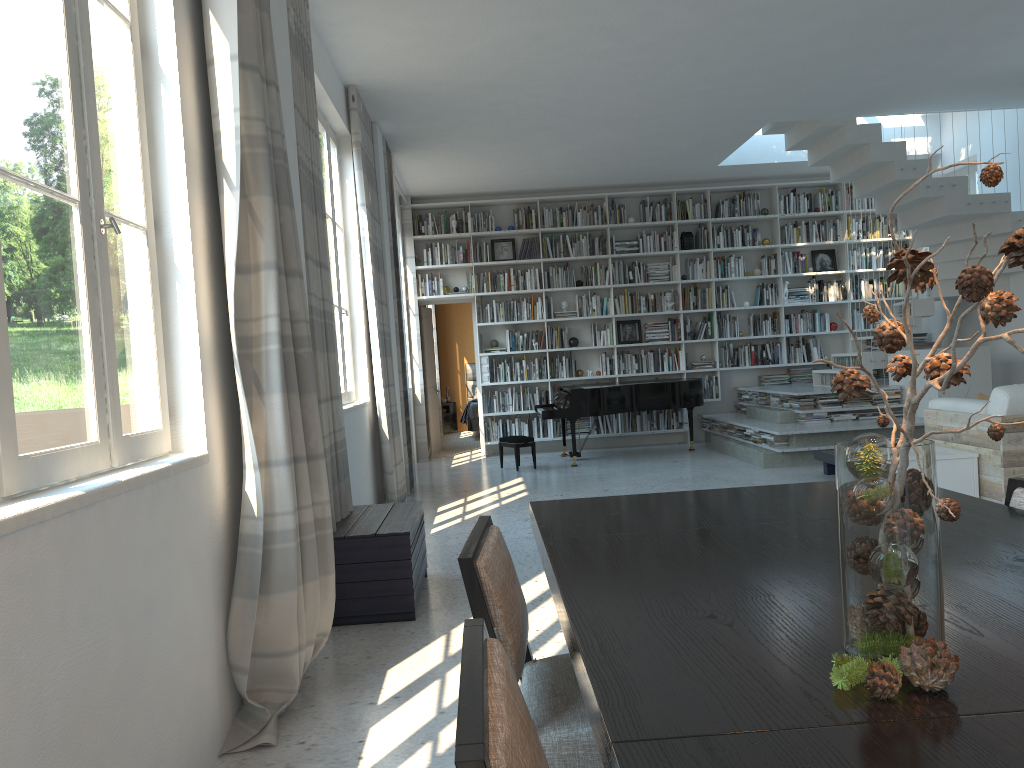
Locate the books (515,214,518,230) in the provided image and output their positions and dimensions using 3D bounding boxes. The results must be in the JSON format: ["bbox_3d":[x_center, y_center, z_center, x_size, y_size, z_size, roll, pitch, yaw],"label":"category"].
[{"bbox_3d":[0.052,-1.986,10.976,0.028,0.218,0.153,-4,2,-2],"label":"books"}]

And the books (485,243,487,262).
[{"bbox_3d":[-0.320,-1.609,10.970,0.011,0.250,0.168,-4,2,-2],"label":"books"}]

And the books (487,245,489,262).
[{"bbox_3d":[-0.294,-1.593,10.962,0.012,0.214,0.185,-4,2,-2],"label":"books"}]

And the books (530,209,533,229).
[{"bbox_3d":[0.239,-2.019,10.993,0.022,0.260,0.152,-4,2,-2],"label":"books"}]

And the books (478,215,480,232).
[{"bbox_3d":[-0.407,-1.959,10.958,0.013,0.225,0.176,-4,2,-2],"label":"books"}]

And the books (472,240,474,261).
[{"bbox_3d":[-0.480,-1.621,10.958,0.005,0.293,0.184,-4,2,-2],"label":"books"}]

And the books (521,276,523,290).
[{"bbox_3d":[0.124,-1.239,11.011,0.022,0.186,0.136,-4,2,-2],"label":"books"}]

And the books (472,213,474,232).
[{"bbox_3d":[-0.480,-1.972,10.966,0.007,0.259,0.156,-4,2,-2],"label":"books"}]

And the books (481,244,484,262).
[{"bbox_3d":[-0.362,-1.604,10.971,0.019,0.244,0.153,-4,2,-2],"label":"books"}]

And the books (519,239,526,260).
[{"bbox_3d":[0.129,-1.651,11.003,0.110,0.280,0.174,-4,2,-2],"label":"books"}]

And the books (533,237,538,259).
[{"bbox_3d":[0.282,-1.667,11.008,0.078,0.286,0.174,-4,2,-2],"label":"books"}]

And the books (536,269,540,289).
[{"bbox_3d":[0.314,-1.290,11.000,0.035,0.264,0.177,-4,2,-2],"label":"books"}]

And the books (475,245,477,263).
[{"bbox_3d":[-0.443,-1.596,10.975,0.005,0.238,0.154,-4,2,-2],"label":"books"}]

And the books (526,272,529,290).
[{"bbox_3d":[0.189,-1.265,10.995,0.030,0.231,0.172,-4,2,-2],"label":"books"}]

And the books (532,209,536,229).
[{"bbox_3d":[0.266,-2.018,10.981,0.031,0.254,0.178,-4,2,-2],"label":"books"}]

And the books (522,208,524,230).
[{"bbox_3d":[0.136,-2.024,10.983,0.013,0.283,0.166,-4,2,-2],"label":"books"}]

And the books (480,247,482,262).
[{"bbox_3d":[-0.388,-1.588,10.995,0.012,0.214,0.132,-4,2,-2],"label":"books"}]

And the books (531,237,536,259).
[{"bbox_3d":[0.259,-1.665,11.012,0.078,0.286,0.174,-4,2,-2],"label":"books"}]

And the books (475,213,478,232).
[{"bbox_3d":[-0.438,-1.969,10.959,0.012,0.249,0.180,-4,2,-2],"label":"books"}]

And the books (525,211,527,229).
[{"bbox_3d":[0.170,-2.012,11.002,0.013,0.254,0.129,-4,2,-2],"label":"books"}]

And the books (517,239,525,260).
[{"bbox_3d":[0.107,-1.650,10.994,0.110,0.280,0.174,-4,2,-2],"label":"books"}]

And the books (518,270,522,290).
[{"bbox_3d":[0.096,-1.275,11.010,0.029,0.261,0.157,-4,2,-2],"label":"books"}]

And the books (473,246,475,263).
[{"bbox_3d":[-0.472,-1.591,10.993,0.006,0.233,0.136,-4,2,-2],"label":"books"}]

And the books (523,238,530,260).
[{"bbox_3d":[0.174,-1.654,11.005,0.110,0.280,0.174,-4,2,-2],"label":"books"}]

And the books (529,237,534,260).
[{"bbox_3d":[0.237,-1.664,11.007,0.078,0.286,0.174,-4,2,-2],"label":"books"}]

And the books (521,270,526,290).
[{"bbox_3d":[0.143,-1.278,11.015,0.035,0.261,0.131,-4,2,-2],"label":"books"}]

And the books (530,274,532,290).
[{"bbox_3d":[0.233,-1.256,11.009,0.013,0.206,0.172,-4,2,-2],"label":"books"}]

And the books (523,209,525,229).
[{"bbox_3d":[0.149,-2.014,10.972,0.010,0.263,0.156,-4,2,-2],"label":"books"}]

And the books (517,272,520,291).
[{"bbox_3d":[0.077,-1.259,10.996,0.013,0.232,0.171,-4,2,-2],"label":"books"}]

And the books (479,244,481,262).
[{"bbox_3d":[-0.396,-1.602,10.954,0.004,0.246,0.189,-4,2,-2],"label":"books"}]

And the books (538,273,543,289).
[{"bbox_3d":[0.354,-1.261,10.977,0.039,0.202,0.236,-4,2,-2],"label":"books"}]

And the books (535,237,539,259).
[{"bbox_3d":[0.305,-1.668,10.995,0.078,0.286,0.174,-4,2,-2],"label":"books"}]

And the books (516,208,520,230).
[{"bbox_3d":[0.076,-2.018,10.971,0.024,0.280,0.187,-4,2,-2],"label":"books"}]

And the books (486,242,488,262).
[{"bbox_3d":[-0.308,-1.612,10.969,0.012,0.255,0.166,-4,2,-2],"label":"books"}]

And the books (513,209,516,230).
[{"bbox_3d":[0.030,-2.014,10.987,0.013,0.278,0.150,-4,2,-2],"label":"books"}]

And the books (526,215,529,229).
[{"bbox_3d":[0.193,-1.981,10.980,0.027,0.190,0.177,-4,2,-2],"label":"books"}]

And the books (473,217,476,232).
[{"bbox_3d":[-0.459,-1.949,10.967,0.032,0.210,0.158,-4,2,-2],"label":"books"}]

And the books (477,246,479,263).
[{"bbox_3d":[-0.417,-1.585,10.952,0.004,0.214,0.186,-4,2,-2],"label":"books"}]

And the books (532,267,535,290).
[{"bbox_3d":[0.268,-1.300,10.989,0.012,0.291,0.182,-4,2,-2],"label":"books"}]

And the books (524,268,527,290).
[{"bbox_3d":[0.166,-1.289,10.997,0.012,0.281,0.188,-4,2,-2],"label":"books"}]

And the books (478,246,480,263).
[{"bbox_3d":[-0.413,-1.608,10.965,0.009,0.260,0.184,-4,2,-2],"label":"books"}]

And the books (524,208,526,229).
[{"bbox_3d":[0.159,-2.021,10.972,0.011,0.274,0.183,-4,2,-2],"label":"books"}]

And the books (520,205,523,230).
[{"bbox_3d":[0.121,-2.042,10.997,0.014,0.321,0.136,-4,2,-2],"label":"books"}]

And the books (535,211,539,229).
[{"bbox_3d":[0.302,-2.019,10.996,0.039,0.252,0.146,-4,2,-2],"label":"books"}]

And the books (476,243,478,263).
[{"bbox_3d":[-0.435,-1.622,10.976,0.006,0.289,0.144,-4,2,-2],"label":"books"}]

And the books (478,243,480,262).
[{"bbox_3d":[-0.404,-1.604,10.975,0.010,0.249,0.166,-4,2,-2],"label":"books"}]

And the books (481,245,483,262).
[{"bbox_3d":[-0.372,-1.590,10.960,0.018,0.219,0.186,-4,2,-2],"label":"books"}]

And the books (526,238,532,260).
[{"bbox_3d":[0.204,-1.658,10.986,0.097,0.282,0.174,-4,2,-2],"label":"books"}]

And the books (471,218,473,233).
[{"bbox_3d":[-0.490,-1.944,10.961,0.017,0.204,0.142,-4,2,-2],"label":"books"}]

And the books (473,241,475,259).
[{"bbox_3d":[-0.466,-1.618,10.969,0.006,0.287,0.148,-4,2,-2],"label":"books"}]

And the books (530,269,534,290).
[{"bbox_3d":[0.250,-1.287,11.017,0.024,0.266,0.155,-4,2,-2],"label":"books"}]

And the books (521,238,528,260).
[{"bbox_3d":[0.152,-1.652,10.986,0.110,0.280,0.174,-4,2,-2],"label":"books"}]

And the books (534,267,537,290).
[{"bbox_3d":[0.284,-1.301,11.001,0.022,0.289,0.169,-4,2,-2],"label":"books"}]

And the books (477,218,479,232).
[{"bbox_3d":[-0.422,-1.943,10.975,0.017,0.194,0.129,-4,2,-2],"label":"books"}]

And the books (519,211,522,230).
[{"bbox_3d":[0.103,-2.004,10.971,0.028,0.249,0.155,-4,2,-2],"label":"books"}]

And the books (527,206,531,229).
[{"bbox_3d":[0.215,-2.035,10.968,0.025,0.297,0.163,-4,2,-2],"label":"books"}]

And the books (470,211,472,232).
[{"bbox_3d":[-0.505,-1.983,10.967,0.007,0.285,0.159,-4,2,-2],"label":"books"}]

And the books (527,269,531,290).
[{"bbox_3d":[0.214,-1.283,10.994,0.022,0.263,0.174,-4,2,-2],"label":"books"}]
